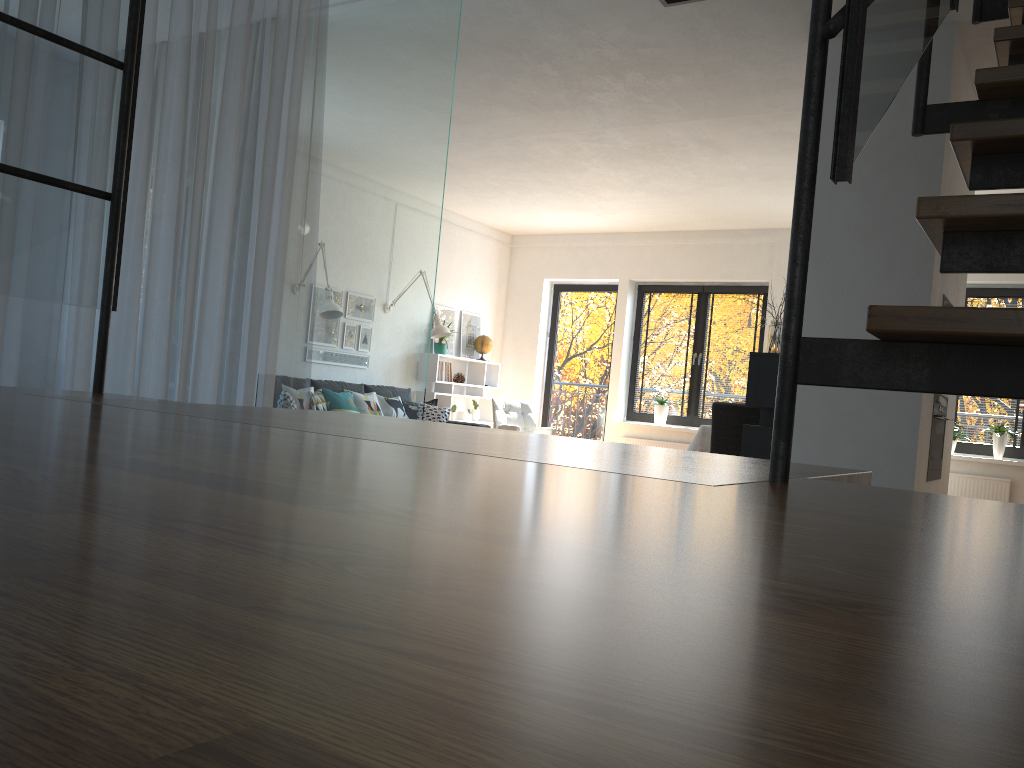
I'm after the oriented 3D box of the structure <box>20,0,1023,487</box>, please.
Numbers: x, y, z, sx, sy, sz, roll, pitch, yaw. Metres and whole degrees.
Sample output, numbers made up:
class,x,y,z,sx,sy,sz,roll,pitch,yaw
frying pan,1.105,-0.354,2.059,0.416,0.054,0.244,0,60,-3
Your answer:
class,x,y,z,sx,sy,sz,roll,pitch,yaw
structure,0.931,-0.958,2.403,2.683,4.131,4.585,5,-1,32

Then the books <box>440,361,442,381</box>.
class,x,y,z,sx,sy,sz,roll,pitch,yaw
books,-0.798,-0.136,9.315,0.136,0.209,0.044,5,0,32

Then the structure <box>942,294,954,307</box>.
class,x,y,z,sx,sy,sz,roll,pitch,yaw
structure,2.360,-0.210,4.778,0.052,0.462,0.586,5,-1,32

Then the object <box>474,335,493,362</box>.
class,x,y,z,sx,sy,sz,roll,pitch,yaw
object,-0.328,-0.407,10.040,0.217,0.305,0.215,6,-1,-41

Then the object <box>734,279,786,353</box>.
class,x,y,z,sx,sy,sz,roll,pitch,yaw
object,1.449,-0.422,4.989,0.426,0.522,0.298,5,-1,29

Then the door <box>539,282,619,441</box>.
class,x,y,z,sx,sy,sz,roll,pitch,yaw
door,0.790,-0.055,10.278,0.975,2.274,0.120,5,0,32

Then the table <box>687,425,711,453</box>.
class,x,y,z,sx,sy,sz,roll,pitch,yaw
table,2.481,0.806,7.447,1.855,0.763,1.236,5,-1,33

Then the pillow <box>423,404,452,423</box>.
class,x,y,z,sx,sy,sz,roll,pitch,yaw
pillow,-0.748,0.336,8.507,0.358,0.312,0.169,6,-1,-17

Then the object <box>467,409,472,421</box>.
class,x,y,z,sx,sy,sz,roll,pitch,yaw
object,-0.480,0.340,9.879,0.072,0.137,0.072,5,0,13

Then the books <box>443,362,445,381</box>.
class,x,y,z,sx,sy,sz,roll,pitch,yaw
books,-0.770,-0.133,9.362,0.135,0.208,0.048,5,0,32

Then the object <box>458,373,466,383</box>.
class,x,y,z,sx,sy,sz,roll,pitch,yaw
object,-0.556,-0.062,9.734,0.101,0.125,0.096,6,-1,-43

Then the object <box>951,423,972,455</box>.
class,x,y,z,sx,sy,sz,roll,pitch,yaw
object,3.932,0.482,8.007,0.380,0.308,0.371,5,-1,7

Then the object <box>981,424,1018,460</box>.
class,x,y,z,sx,sy,sz,roll,pitch,yaw
object,4.297,0.509,7.840,0.292,0.315,0.354,5,-1,23

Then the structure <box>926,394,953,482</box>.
class,x,y,z,sx,sy,sz,roll,pitch,yaw
structure,2.313,0.290,4.776,0.052,0.462,0.586,5,-1,32

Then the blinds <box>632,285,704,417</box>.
class,x,y,z,sx,sy,sz,roll,pitch,yaw
blinds,1.693,-0.371,9.688,0.710,1.422,0.049,5,0,32

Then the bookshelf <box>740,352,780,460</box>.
class,x,y,z,sx,sy,sz,roll,pitch,yaw
bookshelf,1.663,0.468,5.297,0.237,1.200,1.190,5,-1,32

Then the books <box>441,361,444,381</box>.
class,x,y,z,sx,sy,sz,roll,pitch,yaw
books,-0.781,-0.136,9.335,0.133,0.210,0.044,5,0,33

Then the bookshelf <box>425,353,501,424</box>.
class,x,y,z,sx,sy,sz,roll,pitch,yaw
bookshelf,-0.601,0.317,9.708,0.237,1.200,1.190,5,-1,32

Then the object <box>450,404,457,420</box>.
class,x,y,z,sx,sy,sz,roll,pitch,yaw
object,-0.643,0.299,9.499,0.088,0.173,0.087,6,-1,-42

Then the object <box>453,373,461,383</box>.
class,x,y,z,sx,sy,sz,roll,pitch,yaw
object,-0.601,-0.069,9.667,0.102,0.127,0.094,5,-1,-12

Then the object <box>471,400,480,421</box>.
class,x,y,z,sx,sy,sz,roll,pitch,yaw
object,-0.408,0.299,9.973,0.098,0.236,0.097,5,0,20

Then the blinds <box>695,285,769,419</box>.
class,x,y,z,sx,sy,sz,roll,pitch,yaw
blinds,2.302,-0.322,9.303,0.710,1.422,0.049,5,0,32

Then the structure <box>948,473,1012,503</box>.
class,x,y,z,sx,sy,sz,roll,pitch,yaw
structure,3.704,1.008,8.087,1.456,0.459,0.078,5,-1,34

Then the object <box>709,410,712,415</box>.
class,x,y,z,sx,sy,sz,roll,pitch,yaw
object,2.171,0.378,9.196,0.267,0.237,0.284,5,-1,14

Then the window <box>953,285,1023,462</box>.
class,x,y,z,sx,sy,sz,roll,pitch,yaw
window,4.027,-0.139,8.255,1.560,1.588,0.120,5,0,32

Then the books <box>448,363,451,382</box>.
class,x,y,z,sx,sy,sz,roll,pitch,yaw
books,-0.713,-0.127,9.454,0.128,0.211,0.061,5,0,33

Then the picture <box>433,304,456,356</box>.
class,x,y,z,sx,sy,sz,roll,pitch,yaw
picture,-0.735,-0.569,9.582,0.059,0.532,0.390,5,-1,32

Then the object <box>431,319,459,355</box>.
class,x,y,z,sx,sy,sz,roll,pitch,yaw
object,-0.744,-0.492,9.381,0.387,0.372,0.424,5,-1,19

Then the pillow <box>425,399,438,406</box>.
class,x,y,z,sx,sy,sz,roll,pitch,yaw
pillow,-0.928,0.305,8.555,0.450,0.358,0.234,6,-1,-32

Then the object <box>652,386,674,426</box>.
class,x,y,z,sx,sy,sz,roll,pitch,yaw
object,1.603,0.227,9.498,0.286,0.444,0.340,5,-1,21

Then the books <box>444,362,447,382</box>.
class,x,y,z,sx,sy,sz,roll,pitch,yaw
books,-0.755,-0.131,9.385,0.132,0.209,0.044,5,0,32

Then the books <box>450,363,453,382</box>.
class,x,y,z,sx,sy,sz,roll,pitch,yaw
books,-0.693,-0.124,9.480,0.132,0.204,0.070,5,-1,33

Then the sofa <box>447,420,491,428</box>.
class,x,y,z,sx,sy,sz,roll,pitch,yaw
sofa,-0.856,0.453,7.449,2.162,0.847,2.510,5,-1,32

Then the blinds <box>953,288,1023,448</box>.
class,x,y,z,sx,sy,sz,roll,pitch,yaw
blinds,4.336,-0.159,8.018,0.710,1.422,0.049,5,0,32

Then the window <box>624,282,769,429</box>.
class,x,y,z,sx,sy,sz,roll,pitch,yaw
window,8.570,2.694,19.131,21.843,18.369,12.966,6,-1,-28

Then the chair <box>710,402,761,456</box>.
class,x,y,z,sx,sy,sz,roll,pitch,yaw
chair,1.902,0.648,7.193,0.461,0.960,0.545,5,-1,37

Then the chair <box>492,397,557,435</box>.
class,x,y,z,sx,sy,sz,roll,pitch,yaw
chair,0.100,0.584,9.207,0.545,0.832,0.684,6,-1,-33

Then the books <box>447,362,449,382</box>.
class,x,y,z,sx,sy,sz,roll,pitch,yaw
books,-0.733,-0.129,9.423,0.133,0.208,0.044,5,0,33

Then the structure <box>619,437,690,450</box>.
class,x,y,z,sx,sy,sz,roll,pitch,yaw
structure,1.770,0.852,9.309,1.456,0.459,0.078,5,-1,31

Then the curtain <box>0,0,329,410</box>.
class,x,y,z,sx,sy,sz,roll,pitch,yaw
curtain,-1.276,-0.685,2.877,0.154,2.733,1.809,5,-1,34

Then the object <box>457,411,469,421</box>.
class,x,y,z,sx,sy,sz,roll,pitch,yaw
object,-0.541,0.351,9.754,0.134,0.097,0.132,5,-1,2

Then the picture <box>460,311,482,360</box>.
class,x,y,z,sx,sy,sz,roll,pitch,yaw
picture,-0.465,-0.535,10.013,0.059,0.532,0.390,5,-1,32

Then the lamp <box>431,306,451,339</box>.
class,x,y,z,sx,sy,sz,roll,pitch,yaw
lamp,-0.899,-0.790,8.730,0.698,0.669,0.200,5,0,23
